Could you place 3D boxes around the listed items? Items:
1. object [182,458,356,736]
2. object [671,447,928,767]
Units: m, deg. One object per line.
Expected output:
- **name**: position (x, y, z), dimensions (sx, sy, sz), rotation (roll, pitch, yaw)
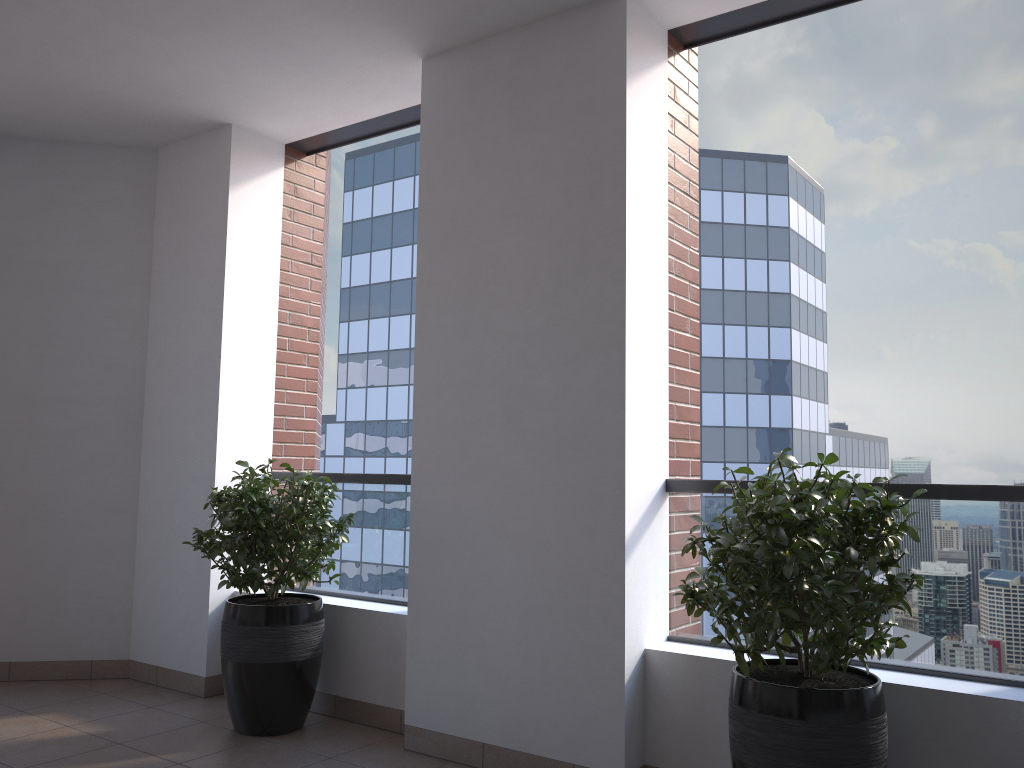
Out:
- **object**: position (-1.071, 0.961, 3.958), dimensions (0.681, 1.264, 0.691), rotation (-4, -7, 39)
- **object**: position (0.815, 0.855, 2.580), dimensions (0.731, 1.338, 0.721), rotation (-4, -7, 39)
